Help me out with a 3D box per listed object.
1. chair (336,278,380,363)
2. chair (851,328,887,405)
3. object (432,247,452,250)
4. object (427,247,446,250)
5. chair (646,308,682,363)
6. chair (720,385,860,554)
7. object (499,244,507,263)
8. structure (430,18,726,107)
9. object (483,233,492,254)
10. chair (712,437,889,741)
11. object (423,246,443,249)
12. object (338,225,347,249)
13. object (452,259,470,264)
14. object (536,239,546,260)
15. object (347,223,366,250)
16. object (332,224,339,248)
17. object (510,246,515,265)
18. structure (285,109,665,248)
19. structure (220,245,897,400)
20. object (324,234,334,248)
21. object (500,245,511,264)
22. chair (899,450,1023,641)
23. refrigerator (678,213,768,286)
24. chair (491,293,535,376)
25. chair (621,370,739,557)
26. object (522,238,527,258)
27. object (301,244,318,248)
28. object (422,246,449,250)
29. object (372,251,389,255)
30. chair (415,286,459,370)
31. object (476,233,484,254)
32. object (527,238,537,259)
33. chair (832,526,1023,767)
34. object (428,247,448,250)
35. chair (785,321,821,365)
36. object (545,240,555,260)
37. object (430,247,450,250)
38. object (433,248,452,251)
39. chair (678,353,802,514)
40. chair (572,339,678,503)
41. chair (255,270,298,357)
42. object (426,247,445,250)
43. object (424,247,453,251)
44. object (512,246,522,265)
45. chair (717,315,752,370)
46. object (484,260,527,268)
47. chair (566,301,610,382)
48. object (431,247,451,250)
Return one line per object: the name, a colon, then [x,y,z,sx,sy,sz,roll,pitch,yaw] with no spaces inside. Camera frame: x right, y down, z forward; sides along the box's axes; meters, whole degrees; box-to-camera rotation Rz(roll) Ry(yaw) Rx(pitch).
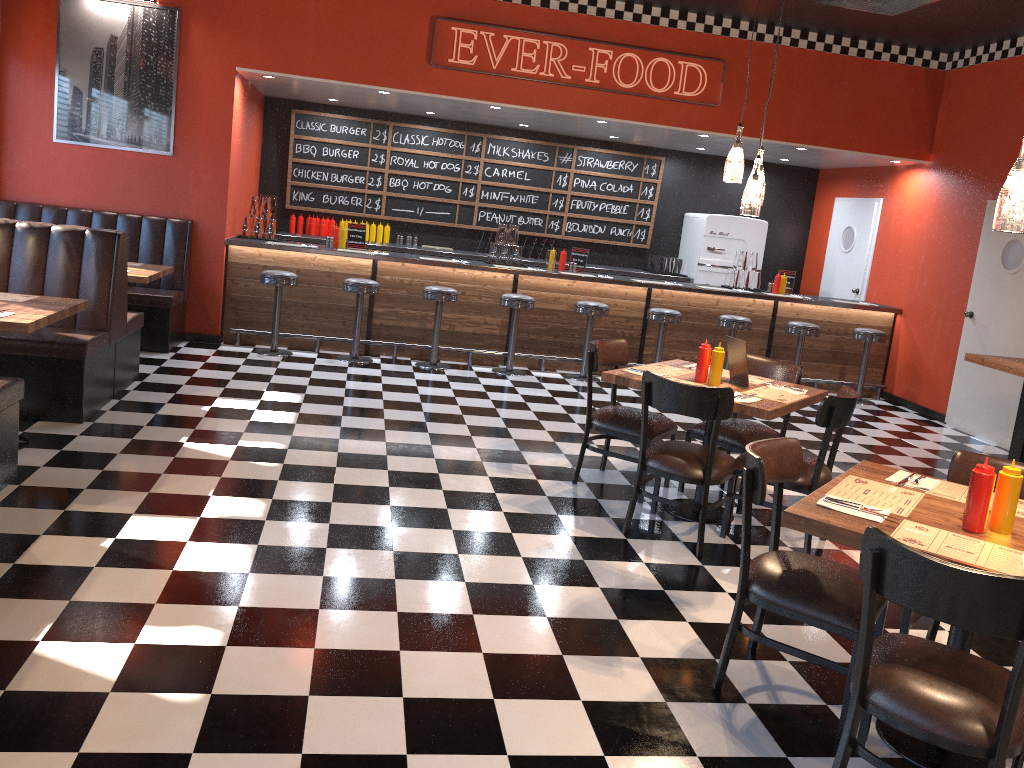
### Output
chair: [-1.460,-0.610,8.409,0.350,0.769,0.349,14,12,39]
chair: [3.703,-0.195,9.321,0.350,0.769,0.349,13,11,34]
object: [-0.912,-1.669,10.827,0.365,0.001,0.263,5,11,-10]
object: [-0.913,-1.662,10.829,0.365,0.001,0.263,5,11,-8]
chair: [1.490,-0.373,8.930,0.350,0.769,0.349,13,11,34]
chair: [1.497,0.421,4.735,0.546,0.861,0.488,12,11,29]
object: [-0.086,-1.367,9.331,0.106,0.207,0.105,13,11,34]
structure: [0.666,-3.076,8.515,2.873,0.436,0.123,5,9,-10]
object: [-0.300,-1.735,10.925,0.073,0.258,0.194,5,10,-8]
chair: [1.047,0.682,3.173,0.547,0.861,0.488,13,11,31]
object: [-0.912,-1.670,10.827,0.365,0.001,0.263,4,11,-11]
object: [-1.693,-1.473,8.861,0.068,0.236,0.068,5,9,-9]
object: [-0.518,-1.242,8.947,0.157,0.019,0.257,4,12,-14]
object: [0.360,-1.682,11.043,0.074,0.256,0.191,5,10,-8]
object: [-1.581,-1.500,9.011,0.188,0.255,0.073,3,10,-20]
object: [-1.776,-1.494,8.918,0.068,0.236,0.068,5,9,-9]
object: [0.030,-1.358,9.353,0.106,0.207,0.105,13,11,34]
structure: [-0.398,-2.463,10.816,4.539,1.139,0.202,5,9,-10]
structure: [0.685,-0.534,9.056,7.035,1.033,0.217,5,9,-10]
object: [-1.812,-1.422,8.803,0.094,0.135,0.047,11,10,25]
object: [-0.062,-1.344,9.227,0.106,0.207,0.105,13,11,34]
chair: [1.786,0.743,3.298,0.489,0.861,0.545,14,12,37]
refrigerator: [2.577,-1.221,11.173,0.802,1.791,0.856,5,9,-10]
chair: [0.015,-0.492,8.669,0.350,0.769,0.349,12,11,29]
chair: [0.905,0.376,4.616,0.488,0.861,0.546,12,11,29]
object: [0.139,-1.700,11.005,0.072,0.255,0.189,7,10,0]
object: [-1.978,-1.352,8.651,0.157,0.019,0.257,4,12,-14]
object: [-0.913,-1.666,10.828,0.365,0.001,0.263,5,11,-7]
object: [-1.300,-1.300,8.786,0.157,0.019,0.257,6,11,-5]
chair: [-0.722,-0.551,8.539,0.350,0.769,0.349,14,12,39]
object: [-0.392,-1.743,10.914,0.070,0.256,0.190,6,10,-3]
object: [0.249,-1.691,11.024,0.072,0.255,0.190,6,10,-5]
chair: [1.204,0.838,2.487,0.489,0.861,0.546,13,12,34]
object: [-0.913,-1.664,10.828,0.365,0.001,0.263,4,12,-13]
chair: [2.965,-0.254,9.191,0.348,0.769,0.351,6,9,-5]
object: [0.469,-1.673,11.063,0.072,0.255,0.190,6,10,-5]
object: [-0.912,-1.667,10.828,0.365,0.001,0.263,5,11,-10]
object: [-0.913,-1.658,10.829,0.365,0.001,0.263,6,11,-5]
chair: [1.416,0.274,5.426,0.545,0.861,0.489,-2,13,-43]
chair: [0.693,0.195,5.400,0.546,0.861,0.488,12,11,29]
chair: [-2.197,-0.670,8.278,0.350,0.769,0.349,13,11,34]
object: [-0.913,-1.661,10.829,0.365,0.001,0.263,5,11,-7]
object: [-0.913,-1.659,10.829,0.365,0.001,0.263,5,11,-8]
object: [0.060,-1.332,9.241,0.106,0.207,0.105,13,11,34]
chair: [2.228,-0.314,9.061,0.348,0.769,0.351,5,9,-10]
object: [-0.067,-1.261,9.303,0.436,0.018,0.275,5,11,-10]
chair: [0.753,-0.432,8.800,0.350,0.769,0.349,13,11,34]
object: [-0.912,-1.668,10.828,0.365,0.001,0.263,5,11,-8]
